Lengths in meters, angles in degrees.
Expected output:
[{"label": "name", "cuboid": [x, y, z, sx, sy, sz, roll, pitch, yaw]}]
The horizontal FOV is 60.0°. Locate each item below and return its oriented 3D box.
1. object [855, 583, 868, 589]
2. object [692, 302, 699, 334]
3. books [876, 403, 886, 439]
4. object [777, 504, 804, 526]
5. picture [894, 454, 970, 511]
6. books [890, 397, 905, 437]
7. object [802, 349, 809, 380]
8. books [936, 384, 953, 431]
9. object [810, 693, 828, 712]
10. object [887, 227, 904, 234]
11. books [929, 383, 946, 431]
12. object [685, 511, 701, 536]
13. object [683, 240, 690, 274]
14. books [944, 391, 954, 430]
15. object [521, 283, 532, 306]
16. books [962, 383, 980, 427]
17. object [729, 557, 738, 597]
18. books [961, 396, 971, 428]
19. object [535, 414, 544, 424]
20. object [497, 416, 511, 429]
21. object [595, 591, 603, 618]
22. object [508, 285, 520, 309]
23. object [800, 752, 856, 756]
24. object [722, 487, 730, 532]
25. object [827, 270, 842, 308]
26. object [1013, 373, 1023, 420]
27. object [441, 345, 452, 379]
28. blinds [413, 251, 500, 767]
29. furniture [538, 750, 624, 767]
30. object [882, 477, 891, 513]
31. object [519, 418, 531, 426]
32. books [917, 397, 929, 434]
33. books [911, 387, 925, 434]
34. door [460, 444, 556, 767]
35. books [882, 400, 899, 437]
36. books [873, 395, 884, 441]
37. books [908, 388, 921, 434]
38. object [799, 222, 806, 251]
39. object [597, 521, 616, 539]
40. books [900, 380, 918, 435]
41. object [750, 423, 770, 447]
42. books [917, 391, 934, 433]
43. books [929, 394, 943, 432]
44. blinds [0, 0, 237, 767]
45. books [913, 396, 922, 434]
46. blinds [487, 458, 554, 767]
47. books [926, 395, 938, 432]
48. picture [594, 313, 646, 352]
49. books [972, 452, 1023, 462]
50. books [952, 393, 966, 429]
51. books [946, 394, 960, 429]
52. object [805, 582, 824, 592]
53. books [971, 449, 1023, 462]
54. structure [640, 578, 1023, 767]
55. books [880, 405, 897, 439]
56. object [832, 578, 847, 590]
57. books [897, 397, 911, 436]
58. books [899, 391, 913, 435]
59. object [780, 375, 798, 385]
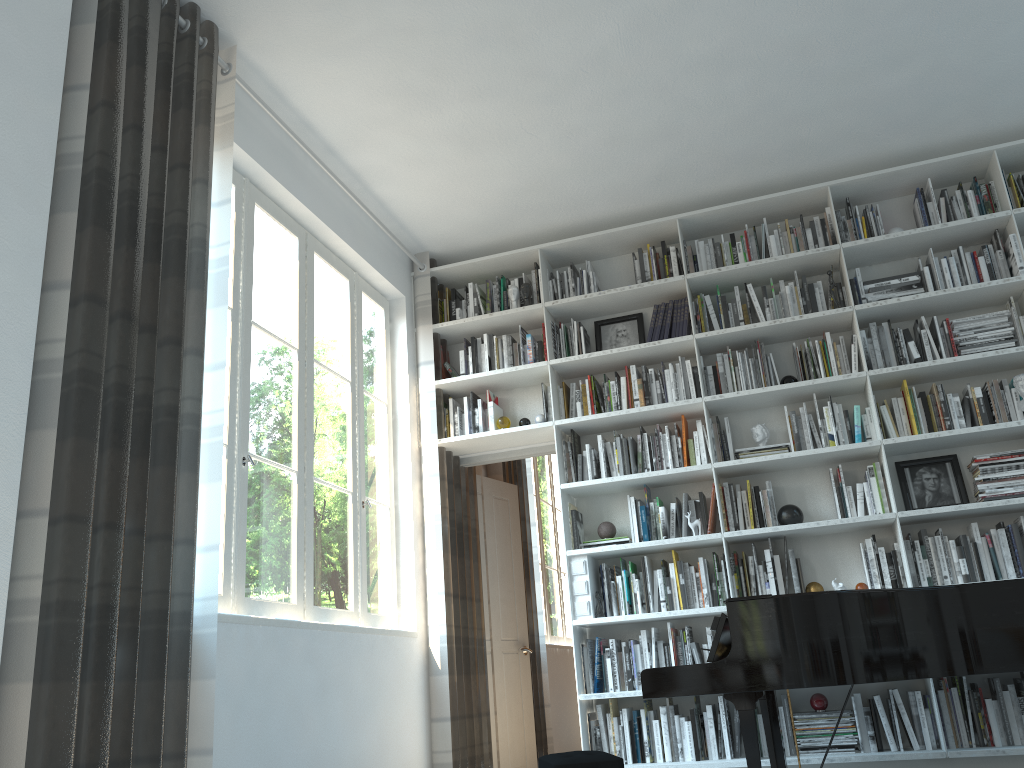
[{"label": "object", "cuboid": [1.748, 1.024, 4.430, 0.061, 0.062, 0.061, 4, -20, -23]}, {"label": "object", "cuboid": [1.078, -0.332, 5.146, 0.012, 0.253, 0.161, -10, -19, 16]}, {"label": "books", "cuboid": [1.947, 0.229, 4.680, 0.011, 0.234, 0.142, -10, -19, 16]}, {"label": "object", "cuboid": [1.465, 0.700, 4.664, 0.134, 0.135, 0.134, 4, -20, -23]}, {"label": "picture", "cuboid": [2.159, 0.522, 4.558, 0.300, 0.298, 0.078, -10, -19, 16]}, {"label": "books", "cuboid": [2.026, 0.208, 4.655, 0.026, 0.247, 0.139, -10, -19, 16]}, {"label": "object", "cuboid": [1.621, -0.062, 4.882, 0.010, 0.224, 0.143, -10, -19, 16]}, {"label": "books", "cuboid": [2.222, 0.155, 4.572, 0.028, 0.266, 0.190, -10, -19, 16]}, {"label": "object", "cuboid": [1.510, 1.566, 4.362, 0.086, 0.087, 0.086, -2, -19, -5]}, {"label": "object", "cuboid": [2.115, -0.808, 4.882, 0.105, 0.105, 0.105, -2, -19, -5]}, {"label": "books", "cuboid": [2.207, 0.155, 4.593, 0.013, 0.282, 0.177, -10, -19, 16]}, {"label": "object", "cuboid": [0.957, 0.739, 4.675, 0.081, 0.139, 0.044, -4, -19, 1]}, {"label": "object", "cuboid": [1.052, -0.693, 5.268, 0.012, 0.284, 0.160, -10, -19, 16]}, {"label": "books", "cuboid": [2.250, 0.167, 4.589, 0.011, 0.250, 0.131, -10, -19, 16]}, {"label": "object", "cuboid": [0.091, -0.523, 5.384, 0.067, 0.197, 0.067, 6, -21, -29]}, {"label": "books", "cuboid": [2.357, 0.142, 4.549, 0.014, 0.257, 0.162, -10, -19, 16]}, {"label": "object", "cuboid": [1.179, 1.051, 4.682, 0.012, 0.253, 0.161, -10, -19, 16]}, {"label": "books", "cuboid": [2.332, 0.178, 4.557, 0.050, 0.198, 0.146, -10, -19, 16]}, {"label": "object", "cuboid": [0.171, 0.214, 5.247, 0.071, 0.072, 0.072, -2, -19, -5]}, {"label": "object", "cuboid": [-0.049, 0.235, 5.285, 0.087, 0.087, 0.087, 4, -20, -23]}, {"label": "object", "cuboid": [0.461, 1.180, 4.732, 0.045, 0.146, 0.045, 8, -22, -33]}, {"label": "object", "cuboid": [0.014, -0.510, 5.406, 0.067, 0.197, 0.067, 6, -21, -29]}, {"label": "object", "cuboid": [1.540, 1.794, 4.320, 0.254, 0.007, 0.161, -11, -20, 19]}, {"label": "object", "cuboid": [1.168, 0.700, 4.808, 0.012, 0.269, 0.131, -10, -19, 16]}, {"label": "object", "cuboid": [1.751, -0.500, 4.804, 0.075, 0.254, 0.075, -3, -19, -4]}, {"label": "object", "cuboid": [2.536, 0.072, 4.358, 0.137, 0.243, 0.138, 2, -19, -17]}, {"label": "object", "cuboid": [-0.422, -0.096, 5.575, 0.035, 0.294, 0.177, -10, -19, 16]}, {"label": "blinds", "cuboid": [-0.352, 0.806, 5.426, 0.140, 3.219, 0.778, -10, -19, 16]}, {"label": "furniture", "cuboid": [0.246, 1.463, 3.073, 0.240, 0.352, 0.469, -2, -19, -8]}, {"label": "object", "cuboid": [1.933, 0.595, 4.581, 0.017, 0.215, 0.104, -10, -19, 16]}, {"label": "object", "cuboid": [0.077, 0.238, 5.295, 0.071, 0.072, 0.072, -2, -19, -5]}, {"label": "books", "cuboid": [2.134, 0.199, 4.620, 0.024, 0.227, 0.148, -10, -19, 16]}, {"label": "books", "cuboid": [2.109, 0.170, 4.612, 0.010, 0.280, 0.171, -10, -19, 16]}, {"label": "door", "cuboid": [0.146, 1.466, 5.518, 0.834, 1.973, 0.789, -10, -19, 16]}, {"label": "books", "cuboid": [1.991, 0.214, 4.655, 0.042, 0.241, 0.162, -10, -19, 16]}, {"label": "books", "cuboid": [1.936, 0.210, 4.691, 0.010, 0.281, 0.140, -10, -19, 16]}, {"label": "books", "cuboid": [2.083, 0.176, 4.603, 0.015, 0.265, 0.189, -10, -19, 16]}, {"label": "object", "cuboid": [1.672, -0.784, 5.078, 0.010, 0.246, 0.157, -10, -19, 16]}, {"label": "object", "cuboid": [0.530, 0.821, 4.952, 0.105, 0.106, 0.106, -2, -19, -5]}, {"label": "books", "cuboid": [2.068, 0.155, 4.615, 0.014, 0.316, 0.188, -10, -19, 16]}, {"label": "object", "cuboid": [1.361, 0.284, 4.853, 0.095, 0.156, 0.121, -15, -21, 29]}, {"label": "books", "cuboid": [2.159, 0.182, 4.623, 0.028, 0.258, 0.135, -10, -19, 16]}, {"label": "books", "cuboid": [2.193, 0.183, 4.597, 0.025, 0.235, 0.137, -10, -19, 16]}, {"label": "blinds", "cuboid": [-1.226, -0.009, 2.892, 0.140, 3.219, 0.778, -10, -19, 16]}, {"label": "books", "cuboid": [2.106, 0.194, 4.626, 0.010, 0.244, 0.150, -10, -19, 16]}, {"label": "blinds", "cuboid": [0.017, 1.150, 6.495, 0.140, 3.219, 0.778, -10, -19, 16]}, {"label": "books", "cuboid": [2.173, 0.187, 4.594, 0.012, 0.227, 0.170, -10, -19, 16]}, {"label": "picture", "cuboid": [0.650, -0.271, 5.326, 0.300, 0.298, 0.078, -10, -19, 16]}, {"label": "books", "cuboid": [2.448, 0.376, 4.445, 0.254, 0.012, 0.161, -9, -20, 13]}, {"label": "books", "cuboid": [2.290, 0.174, 4.559, 0.030, 0.214, 0.169, -10, -19, 16]}, {"label": "books", "cuboid": [2.264, 0.177, 4.566, 0.024, 0.215, 0.176, -10, -19, 16]}, {"label": "object", "cuboid": [1.548, 1.059, 4.536, 0.091, 0.091, 0.091, -2, -19, -5]}, {"label": "books", "cuboid": [2.447, 0.363, 4.447, 0.254, 0.012, 0.161, -11, -20, 20]}, {"label": "structure", "cuboid": [1.560, 1.189, 3.265, 1.919, 0.829, 1.339, -10, -20, 16]}, {"label": "books", "cuboid": [1.970, 0.229, 4.644, 0.053, 0.208, 0.156, -10, -19, 16]}, {"label": "object", "cuboid": [1.641, 1.020, 4.443, 0.060, 0.094, 0.078, -16, -22, 32]}, {"label": "books", "cuboid": [2.050, 0.206, 4.640, 0.029, 0.239, 0.156, -10, -19, 16]}, {"label": "books", "cuboid": [2.071, 0.185, 4.653, 0.010, 0.283, 0.137, -10, -19, 16]}, {"label": "object", "cuboid": [1.514, 0.001, 4.843, 0.097, 0.098, 0.097, 4, -20, -23]}]
